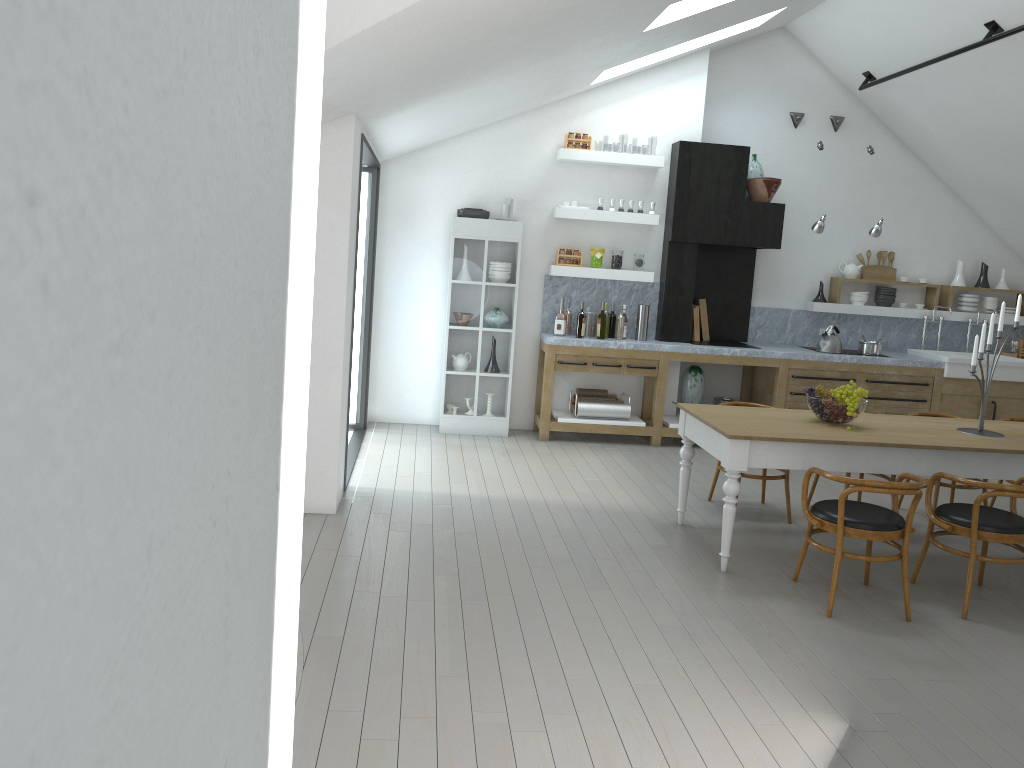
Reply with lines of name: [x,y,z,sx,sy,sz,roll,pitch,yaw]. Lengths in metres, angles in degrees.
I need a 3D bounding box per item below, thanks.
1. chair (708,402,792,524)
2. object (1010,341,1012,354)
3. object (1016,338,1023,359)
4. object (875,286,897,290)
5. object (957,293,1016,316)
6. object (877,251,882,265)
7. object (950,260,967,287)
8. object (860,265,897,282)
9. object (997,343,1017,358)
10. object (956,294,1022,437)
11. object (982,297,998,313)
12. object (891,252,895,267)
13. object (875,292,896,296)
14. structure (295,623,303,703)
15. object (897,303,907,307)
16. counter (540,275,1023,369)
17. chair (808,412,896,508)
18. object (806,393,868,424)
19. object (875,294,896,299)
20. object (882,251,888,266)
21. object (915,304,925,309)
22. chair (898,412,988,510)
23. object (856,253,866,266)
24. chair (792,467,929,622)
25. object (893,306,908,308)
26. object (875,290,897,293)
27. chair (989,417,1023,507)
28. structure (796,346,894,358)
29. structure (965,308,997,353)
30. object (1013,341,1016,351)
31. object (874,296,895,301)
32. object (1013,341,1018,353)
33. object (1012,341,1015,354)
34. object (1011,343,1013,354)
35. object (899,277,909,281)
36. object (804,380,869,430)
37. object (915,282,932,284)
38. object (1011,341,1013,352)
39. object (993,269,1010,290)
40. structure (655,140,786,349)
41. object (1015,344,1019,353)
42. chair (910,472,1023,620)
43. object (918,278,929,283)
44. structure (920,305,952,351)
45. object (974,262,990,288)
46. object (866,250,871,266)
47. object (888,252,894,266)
chair: [1.696,0.538,6.290,0.527,0.732,0.624,3,7,-6]
object: [5.266,-0.358,9.349,0.022,0.195,0.019,2,7,-18]
object: [5.456,-0.362,9.397,0.200,0.222,0.104,3,7,-6]
object: [3.879,-0.967,9.201,0.205,0.080,0.206,4,8,-3]
object: [5.007,-0.833,9.320,0.657,0.195,0.198,3,7,-6]
object: [3.811,-1.234,9.203,0.061,0.298,0.040,3,7,-8]
object: [4.684,-1.156,9.269,0.156,0.267,0.156,2,7,-17]
object: [3.806,-1.155,9.203,0.353,0.157,0.084,3,7,-6]
object: [5.235,-0.348,9.367,0.173,0.171,0.100,4,7,-4]
object: [2.989,-0.129,5.473,0.775,0.872,0.266,0,8,-32]
object: [5.010,-0.832,9.296,0.158,0.159,0.154,7,8,22]
object: [3.945,-1.226,9.218,0.057,0.293,0.030,3,7,-6]
object: [3.874,-0.914,9.201,0.205,0.072,0.206,1,8,-18]
structure: [-3.082,1.378,3.088,4.721,0.691,4.715,11,11,39]
object: [4.073,-0.820,9.254,0.098,0.048,0.099,3,8,-8]
counter: [3.558,-0.557,8.864,6.573,0.617,0.965,3,8,-6]
chair: [2.422,0.587,6.305,0.527,0.732,0.624,3,7,-9]
object: [1.991,0.162,5.462,0.360,0.159,0.361,0,9,-25]
object: [3.873,-0.891,9.198,0.205,0.086,0.205,10,10,36]
object: [3.847,-1.229,9.187,0.057,0.298,0.019,3,7,-6]
object: [4.264,-0.810,9.274,0.098,0.048,0.099,3,8,-8]
chair: [3.139,0.619,6.438,0.527,0.732,0.624,4,7,-3]
object: [3.655,-1.226,9.187,0.199,0.258,0.016,5,7,4]
chair: [1.806,0.791,4.598,0.527,0.732,0.624,4,7,-3]
object: [4.072,-0.797,9.257,0.164,0.012,0.164,6,8,11]
object: [3.879,-0.939,9.202,0.205,0.083,0.206,7,9,21]
chair: [3.858,0.661,6.503,0.527,0.732,0.624,3,7,-9]
structure: [3.293,-0.299,8.800,0.737,0.041,0.650,3,8,-6]
structure: [4.872,-0.507,9.111,0.214,0.528,0.334,1,8,-25]
object: [5.286,-0.355,9.339,0.018,0.195,0.023,3,7,-11]
object: [3.868,-0.865,9.207,0.205,0.086,0.206,9,9,31]
object: [5.289,-0.355,9.320,0.040,0.192,0.042,8,8,30]
object: [5.284,-0.362,9.369,0.040,0.192,0.042,8,8,31]
object: [5.261,-0.346,9.331,0.044,0.178,0.020,-2,9,-41]
object: [4.077,-1.086,9.222,0.098,0.048,0.099,3,8,-8]
object: [1.984,0.103,5.428,0.292,0.283,0.395,-3,10,-41]
object: [4.288,-1.051,9.247,0.164,0.012,0.164,6,8,11]
object: [5.274,-0.358,9.356,0.018,0.195,0.020,5,7,4]
object: [5.166,-1.105,9.327,0.156,0.218,0.156,1,8,-24]
structure: [1.991,-1.347,8.709,1.075,1.878,0.783,3,7,-6]
object: [5.300,-0.343,9.330,0.019,0.178,0.044,2,7,-21]
chair: [2.524,0.826,4.713,0.527,0.732,0.624,3,7,-6]
object: [4.290,-1.074,9.244,0.098,0.048,0.099,3,8,-8]
structure: [4.387,-0.534,9.061,0.214,0.528,0.334,1,8,-25]
object: [4.945,-1.141,9.292,0.156,0.267,0.156,4,7,-2]
object: [3.692,-1.242,9.192,0.055,0.298,0.028,3,7,-6]
object: [3.910,-1.225,9.197,0.067,0.297,0.039,3,7,-6]
